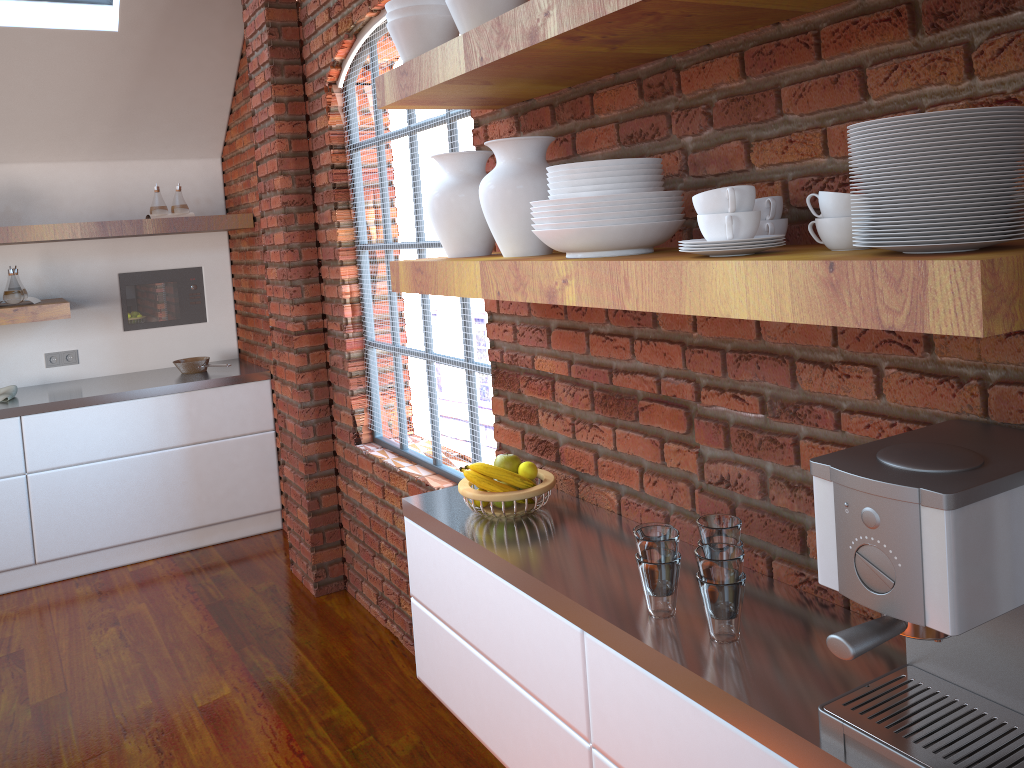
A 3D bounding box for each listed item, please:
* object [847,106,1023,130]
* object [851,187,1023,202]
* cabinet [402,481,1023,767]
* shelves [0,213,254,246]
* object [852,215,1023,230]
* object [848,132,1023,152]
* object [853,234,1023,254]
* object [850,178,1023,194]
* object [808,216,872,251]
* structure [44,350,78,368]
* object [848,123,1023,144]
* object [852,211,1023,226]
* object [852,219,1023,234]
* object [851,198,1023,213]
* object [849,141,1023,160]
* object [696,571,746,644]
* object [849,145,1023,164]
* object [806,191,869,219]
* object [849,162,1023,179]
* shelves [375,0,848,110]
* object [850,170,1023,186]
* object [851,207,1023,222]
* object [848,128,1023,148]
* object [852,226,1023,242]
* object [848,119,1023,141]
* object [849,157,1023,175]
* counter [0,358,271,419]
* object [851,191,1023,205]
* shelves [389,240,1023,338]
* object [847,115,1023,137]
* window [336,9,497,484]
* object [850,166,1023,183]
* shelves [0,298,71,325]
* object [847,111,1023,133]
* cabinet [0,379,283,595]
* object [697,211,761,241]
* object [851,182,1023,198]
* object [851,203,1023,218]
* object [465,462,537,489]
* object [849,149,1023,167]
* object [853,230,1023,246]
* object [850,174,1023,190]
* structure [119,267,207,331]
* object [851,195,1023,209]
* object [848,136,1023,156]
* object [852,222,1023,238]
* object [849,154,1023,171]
[{"bbox_3d":[0.502,-0.308,1.044,0.195,0.014,0.196,-6,10,-12],"label":"object"},{"bbox_3d":[0.508,-0.221,1.049,0.195,0.014,0.196,-6,10,-12],"label":"object"},{"bbox_3d":[0.283,0.602,1.658,0.339,0.470,1.633,-7,10,-29],"label":"cabinet"},{"bbox_3d":[-2.399,-0.764,4.491,1.990,0.075,0.659,-10,12,-29],"label":"shelves"},{"bbox_3d":[0.510,-0.188,1.051,0.195,0.014,0.196,-6,10,-12],"label":"object"},{"bbox_3d":[0.504,-0.280,1.046,0.195,0.014,0.196,-6,10,-12],"label":"object"},{"bbox_3d":[0.512,-0.165,1.052,0.195,0.014,0.196,-6,10,-12],"label":"object"},{"bbox_3d":[0.507,-0.230,1.048,0.195,0.014,0.196,-6,10,-12],"label":"object"},{"bbox_3d":[0.472,-0.211,1.229,0.092,0.046,0.100,-3,9,5],"label":"object"},{"bbox_3d":[-2.480,-0.140,4.842,0.161,0.079,0.033,-9,6,-30],"label":"structure"},{"bbox_3d":[0.503,-0.290,1.045,0.195,0.014,0.196,-6,10,-12],"label":"object"},{"bbox_3d":[0.510,-0.193,1.050,0.195,0.014,0.196,-6,10,-12],"label":"object"},{"bbox_3d":[0.511,-0.183,1.051,0.195,0.014,0.196,-6,10,-12],"label":"object"},{"bbox_3d":[0.509,-0.207,1.050,0.195,0.014,0.196,-6,10,-12],"label":"object"},{"bbox_3d":[0.504,-0.271,1.046,0.195,0.014,0.196,-6,10,-12],"label":"object"},{"bbox_3d":[0.335,0.354,1.399,0.078,0.103,0.078,-6,6,-17],"label":"object"},{"bbox_3d":[0.505,-0.266,1.046,0.195,0.014,0.196,-6,10,-12],"label":"object"},{"bbox_3d":[0.476,-0.243,1.229,0.092,0.058,0.101,-5,8,-6],"label":"object"},{"bbox_3d":[0.506,-0.248,1.047,0.195,0.014,0.196,-6,10,-12],"label":"object"},{"bbox_3d":[0.193,-0.650,1.590,0.339,0.075,1.546,-10,11,-29],"label":"shelves"},{"bbox_3d":[0.507,-0.239,1.048,0.195,0.014,0.196,-6,10,-12],"label":"object"},{"bbox_3d":[0.510,-0.198,1.050,0.195,0.014,0.196,-6,10,-12],"label":"object"},{"bbox_3d":[0.503,-0.285,1.045,0.195,0.014,0.196,-6,10,-12],"label":"object"},{"bbox_3d":[0.511,-0.175,1.051,0.195,0.014,0.196,-6,10,-12],"label":"object"},{"bbox_3d":[0.503,-0.294,1.045,0.195,0.014,0.196,-6,10,-12],"label":"object"},{"bbox_3d":[0.506,-0.253,1.047,0.195,0.014,0.196,-6,10,-12],"label":"object"},{"bbox_3d":[-2.322,0.058,4.513,1.997,0.044,0.719,-10,12,-29],"label":"counter"},{"bbox_3d":[0.508,-0.217,1.049,0.195,0.014,0.196,-6,10,-12],"label":"object"},{"bbox_3d":[0.225,-0.201,1.614,0.339,0.075,1.546,-10,11,-29],"label":"shelves"},{"bbox_3d":[0.502,-0.299,1.045,0.195,0.014,0.196,-6,10,-12],"label":"object"},{"bbox_3d":[3.305,-0.226,1.343,3.659,9.822,17.484,-7,9,-39],"label":"window"},{"bbox_3d":[0.506,-0.243,1.048,0.195,0.014,0.196,-6,10,-12],"label":"object"},{"bbox_3d":[-2.765,-0.316,4.286,1.073,0.075,0.659,-10,12,-29],"label":"shelves"},{"bbox_3d":[0.502,-0.303,1.044,0.195,0.014,0.196,-6,10,-12],"label":"object"},{"bbox_3d":[-2.292,0.485,4.537,1.997,0.811,0.715,-9,8,-29],"label":"cabinet"},{"bbox_3d":[0.319,-0.230,1.301,0.099,0.046,0.092,-10,11,-34],"label":"object"},{"bbox_3d":[0.508,-0.225,1.049,0.195,0.014,0.196,-6,10,-12],"label":"object"},{"bbox_3d":[0.509,-0.202,1.050,0.195,0.014,0.196,-6,10,-12],"label":"object"},{"bbox_3d":[-0.025,0.223,2.068,0.183,0.084,0.067,-3,6,8],"label":"object"},{"bbox_3d":[0.505,-0.261,1.047,0.195,0.014,0.196,-6,10,-12],"label":"object"},{"bbox_3d":[0.511,-0.170,1.052,0.195,0.014,0.196,-6,10,-12],"label":"object"},{"bbox_3d":[0.507,-0.235,1.048,0.195,0.014,0.196,-6,10,-12],"label":"object"},{"bbox_3d":[-2.017,-0.496,5.100,0.460,0.332,0.013,-9,5,-30],"label":"structure"},{"bbox_3d":[0.508,-0.212,1.049,0.195,0.014,0.196,-6,10,-12],"label":"object"},{"bbox_3d":[0.504,-0.276,1.046,0.195,0.014,0.196,-6,10,-12],"label":"object"},{"bbox_3d":[0.511,-0.179,1.051,0.195,0.014,0.196,-6,10,-12],"label":"object"},{"bbox_3d":[0.505,-0.257,1.047,0.195,0.014,0.196,-6,10,-12],"label":"object"}]
